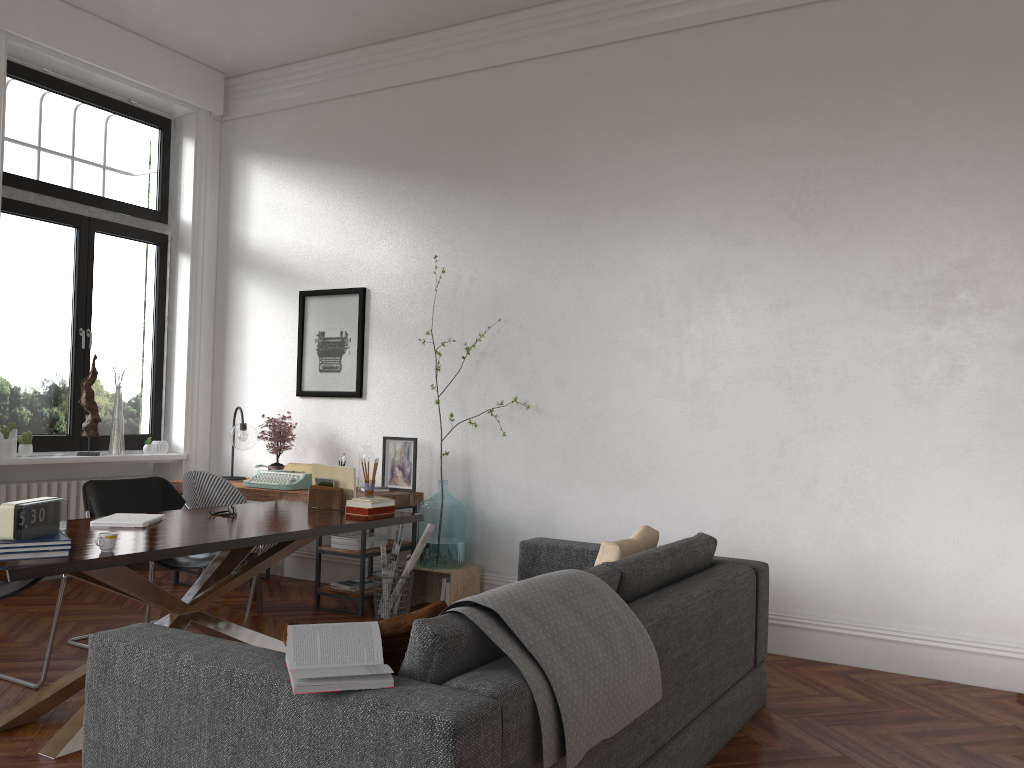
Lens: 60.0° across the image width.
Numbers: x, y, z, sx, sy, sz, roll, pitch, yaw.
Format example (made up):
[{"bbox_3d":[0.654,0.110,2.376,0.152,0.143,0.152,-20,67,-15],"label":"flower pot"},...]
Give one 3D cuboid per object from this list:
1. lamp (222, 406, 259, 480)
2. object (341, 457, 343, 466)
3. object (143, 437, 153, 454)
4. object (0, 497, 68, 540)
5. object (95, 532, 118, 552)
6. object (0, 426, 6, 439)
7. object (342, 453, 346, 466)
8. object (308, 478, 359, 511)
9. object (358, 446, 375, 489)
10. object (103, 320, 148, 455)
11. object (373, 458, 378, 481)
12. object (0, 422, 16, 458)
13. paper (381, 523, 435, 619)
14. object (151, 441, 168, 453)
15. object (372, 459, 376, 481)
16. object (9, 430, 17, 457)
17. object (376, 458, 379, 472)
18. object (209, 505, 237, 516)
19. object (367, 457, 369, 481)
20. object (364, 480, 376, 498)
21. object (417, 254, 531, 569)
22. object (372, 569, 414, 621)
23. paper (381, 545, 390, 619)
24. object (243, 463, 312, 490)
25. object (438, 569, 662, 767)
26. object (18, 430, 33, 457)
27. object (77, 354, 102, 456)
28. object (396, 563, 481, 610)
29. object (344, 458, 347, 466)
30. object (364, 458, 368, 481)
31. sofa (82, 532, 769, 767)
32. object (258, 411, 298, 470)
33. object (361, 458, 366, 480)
[{"bbox_3d":[-2.038,0.442,6.601,0.208,0.549,0.441,2,-2,-37],"label":"lamp"},{"bbox_3d":[-1.221,0.626,6.309,0.008,0.207,0.054,1,-1,17],"label":"object"},{"bbox_3d":[-2.834,0.479,6.904,0.072,0.134,0.072,3,-1,-35],"label":"object"},{"bbox_3d":[-1.687,0.474,3.138,0.082,0.125,0.275,2,-2,4],"label":"object"},{"bbox_3d":[-1.469,0.571,3.200,0.082,0.065,0.064,3,-2,-39],"label":"object"},{"bbox_3d":[-3.433,0.387,5.956,0.051,0.213,0.051,2,-1,-25],"label":"object"},{"bbox_3d":[-1.205,0.610,6.308,0.023,0.239,0.028,1,-1,27],"label":"object"},{"bbox_3d":[-0.978,0.596,4.858,0.228,0.166,0.150,1,-2,30],"label":"object"},{"bbox_3d":[-1.016,0.581,6.178,0.111,0.302,0.111,2,-1,-23],"label":"object"},{"bbox_3d":[-2.917,0.014,6.709,0.289,1.053,0.296,1,-1,33],"label":"object"},{"bbox_3d":[-0.729,0.489,4.706,0.036,0.195,0.008,1,-1,42],"label":"object"},{"bbox_3d":[-3.366,0.372,5.900,0.098,0.244,0.102,2,-1,8],"label":"object"},{"bbox_3d":[-0.644,1.158,5.486,0.330,0.609,0.047,2,-1,10],"label":"paper"},{"bbox_3d":[-2.821,0.505,7.095,0.132,0.097,0.134,2,-2,0],"label":"object"},{"bbox_3d":[-0.735,0.490,4.694,0.008,0.193,0.049,2,-1,-36],"label":"object"},{"bbox_3d":[-3.380,0.403,6.001,0.051,0.188,0.051,2,-1,-25],"label":"object"},{"bbox_3d":[-0.732,0.491,4.731,0.044,0.194,0.008,2,-1,-30],"label":"object"},{"bbox_3d":[-1.427,0.627,4.413,0.133,0.047,0.114,2,-2,-7],"label":"object"},{"bbox_3d":[-0.768,0.489,4.738,0.008,0.195,0.032,2,-1,-16],"label":"object"},{"bbox_3d":[-0.756,0.557,4.714,0.058,0.091,0.058,1,-1,17],"label":"object"},{"bbox_3d":[-0.263,0.165,5.800,0.807,2.057,0.354,2,-1,11],"label":"object"},{"bbox_3d":[-0.746,1.333,5.541,0.261,0.304,0.261,2,-1,-5],"label":"object"},{"bbox_3d":[-0.783,1.228,5.469,0.073,0.478,0.033,2,-1,-23],"label":"paper"},{"bbox_3d":[-1.595,0.636,6.192,0.535,0.149,0.485,1,-2,29],"label":"object"},{"bbox_3d":[0.121,0.771,2.536,0.400,0.387,0.752,1,-2,30],"label":"object"},{"bbox_3d":[-3.360,0.409,6.132,0.097,0.185,0.099,3,-1,-37],"label":"object"},{"bbox_3d":[-3.082,0.151,6.479,0.165,0.753,0.143,2,-1,-18],"label":"object"},{"bbox_3d":[-0.483,1.343,5.804,0.435,0.316,0.341,1,-2,30],"label":"object"},{"bbox_3d":[-1.202,0.626,6.294,0.054,0.207,0.008,2,-1,13],"label":"object"},{"bbox_3d":[-0.769,0.489,4.691,0.008,0.193,0.049,1,-1,34],"label":"object"},{"bbox_3d":[-0.007,1.034,3.295,1.262,0.828,2.646,1,-2,30],"label":"sofa"},{"bbox_3d":[-1.748,0.459,6.592,0.290,0.528,0.308,2,-1,-15],"label":"object"},{"bbox_3d":[-0.783,0.490,4.714,0.049,0.193,0.008,2,-1,-1],"label":"object"}]
